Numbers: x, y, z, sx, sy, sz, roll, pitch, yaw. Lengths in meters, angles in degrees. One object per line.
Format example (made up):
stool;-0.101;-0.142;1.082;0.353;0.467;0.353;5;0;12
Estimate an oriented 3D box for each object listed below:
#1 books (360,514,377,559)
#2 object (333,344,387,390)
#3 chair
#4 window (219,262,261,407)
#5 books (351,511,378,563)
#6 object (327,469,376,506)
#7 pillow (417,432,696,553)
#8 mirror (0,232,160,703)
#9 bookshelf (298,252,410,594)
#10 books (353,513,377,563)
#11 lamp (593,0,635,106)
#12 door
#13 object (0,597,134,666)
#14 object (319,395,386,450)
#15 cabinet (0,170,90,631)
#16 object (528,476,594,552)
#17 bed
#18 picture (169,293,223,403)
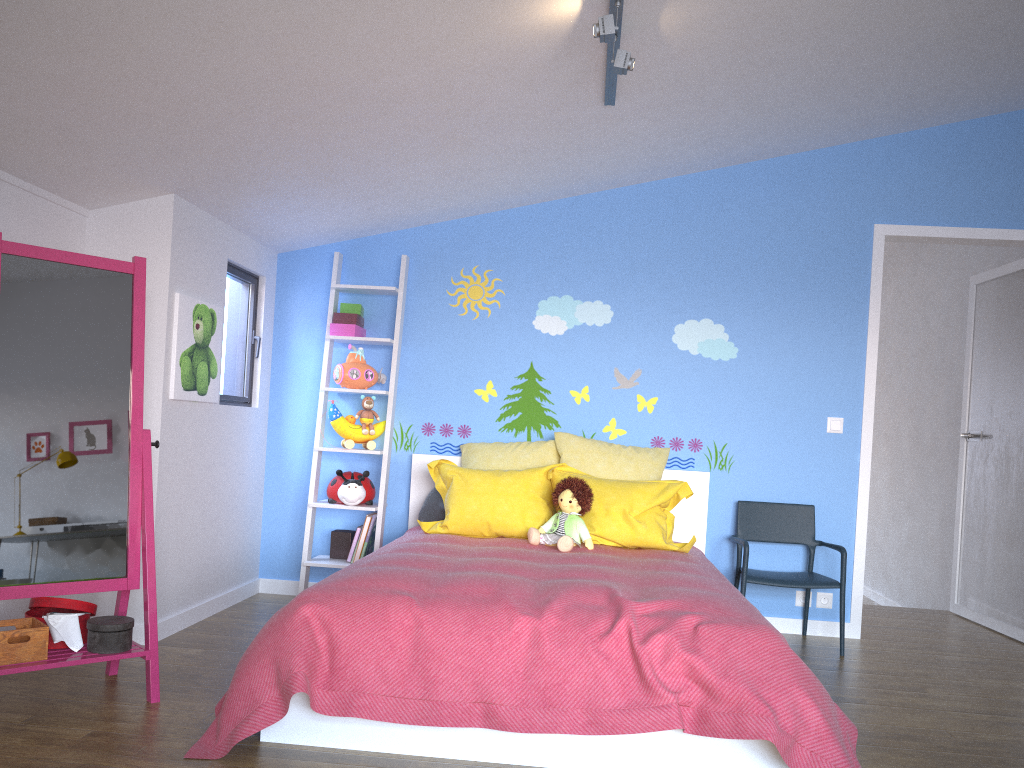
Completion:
books;0.882;4.209;6.408;5.403;6.707;0.360;4;-1;-44
object;-0.782;-0.085;4.599;0.296;0.234;0.157;4;-1;-25
chair;1.328;0.935;4.355;0.512;0.674;0.417;3;-1;1
window;-1.436;-0.260;4.426;0.209;0.747;0.586;3;-1;5
books;-0.755;0.784;4.543;0.078;0.253;0.209;3;-1;5
object;-0.835;0.527;4.546;0.253;0.183;0.323;3;-2;12
pillow;0.199;0.495;4.275;1.344;0.531;0.680;3;-2;6
mirror;-1.456;0.286;2.874;0.611;1.489;0.416;4;0;-44
bookshelf;-0.813;0.227;4.578;0.391;1.851;0.381;3;0;5
books;-0.738;0.786;4.501;0.080;0.248;0.197;3;-1;5
lamp;0.330;-1.064;2.806;0.123;0.143;1.206;3;-3;8
door;2.348;0.299;4.991;1.032;2.128;0.999;3;0;5
object;-1.506;0.778;2.899;0.446;0.159;0.367;6;-3;-39
object;-0.787;0.195;4.534;0.372;0.281;0.154;4;-1;-23
cabinet;-1.991;0.042;1.539;0.053;1.762;4.238;3;-2;5
object;0.227;0.570;3.872;0.286;0.342;0.251;2;-1;39
bed;0.134;0.752;3.493;1.925;0.811;2.321;3;-3;5
picture;-1.383;-0.144;3.892;0.026;0.443;0.451;3;-1;5
